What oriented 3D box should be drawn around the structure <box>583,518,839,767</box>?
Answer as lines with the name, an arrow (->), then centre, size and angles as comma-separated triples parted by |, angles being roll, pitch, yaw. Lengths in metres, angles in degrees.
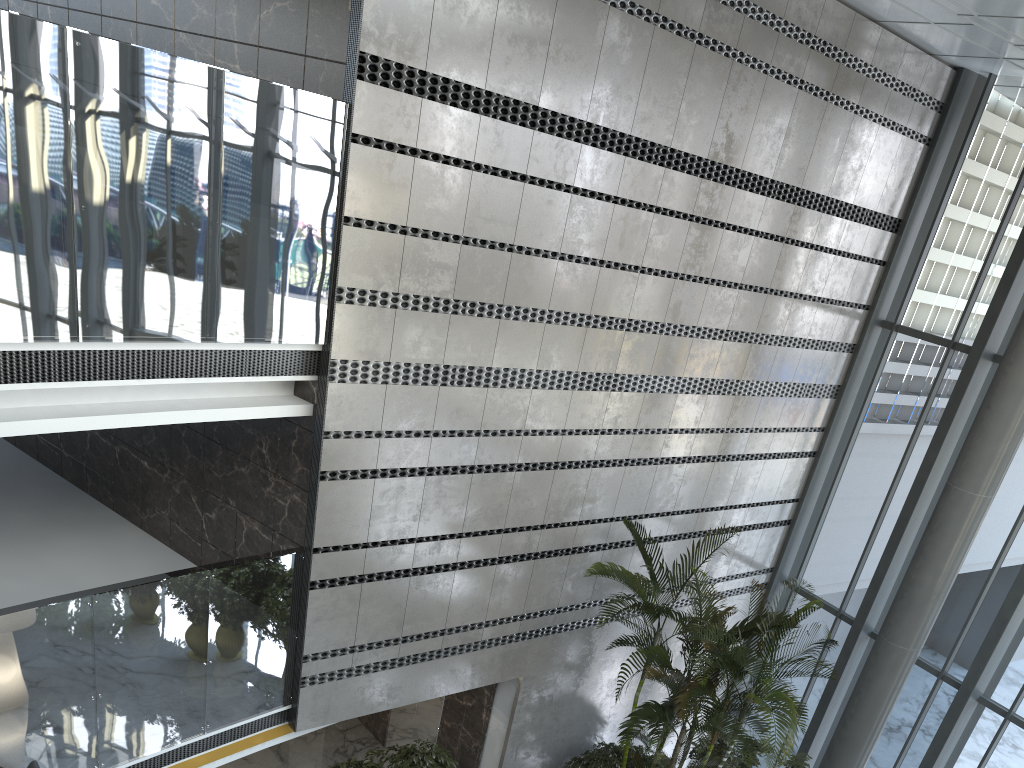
structure -> 1.619, 3.712, 8.754 | 2.469, 5.125, 2.260 | -3, 27, -31

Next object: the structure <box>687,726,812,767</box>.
structure -> 2.522, 5.061, 9.636 | 1.733, 2.528, 1.819 | 26, 25, 32

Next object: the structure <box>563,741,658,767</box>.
structure -> 1.232, 4.994, 10.368 | 1.398, 1.704, 1.026 | 12, 22, 1

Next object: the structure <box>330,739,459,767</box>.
structure -> -1.362, 4.569, 8.534 | 2.051, 2.178, 1.460 | 9, 21, -10

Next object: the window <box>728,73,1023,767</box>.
window -> 0.597, 1.907, 2.660 | 18.949, 11.107, 12.127 | 5, 20, -26
